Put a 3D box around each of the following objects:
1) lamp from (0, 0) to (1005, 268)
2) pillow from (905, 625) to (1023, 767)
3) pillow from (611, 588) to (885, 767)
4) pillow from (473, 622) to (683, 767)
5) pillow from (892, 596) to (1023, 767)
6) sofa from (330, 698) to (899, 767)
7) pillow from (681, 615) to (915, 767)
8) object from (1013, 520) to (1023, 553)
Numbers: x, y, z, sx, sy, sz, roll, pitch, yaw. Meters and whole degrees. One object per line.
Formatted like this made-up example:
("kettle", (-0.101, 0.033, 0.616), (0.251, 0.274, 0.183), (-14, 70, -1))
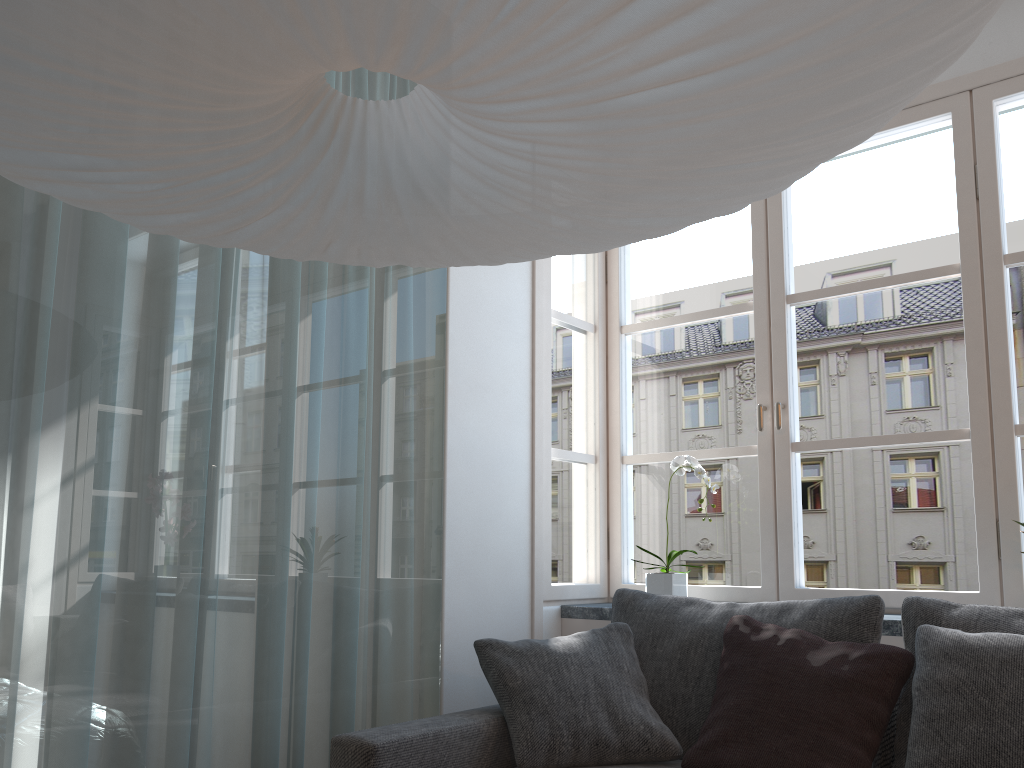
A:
("lamp", (-0.167, -0.375, 1.048), (1.470, 0.208, 1.486), (3, -12, -14))
("pillow", (1.181, 0.725, 1.849), (0.669, 0.393, 0.294), (-8, -12, 38))
("pillow", (0.594, 0.825, 2.485), (0.840, 0.473, 0.277), (-8, -12, 39))
("pillow", (0.171, 0.849, 2.434), (0.515, 0.356, 0.350), (2, -9, -12))
("pillow", (1.281, 0.721, 1.954), (0.843, 0.470, 0.278), (-8, -12, 39))
("sofa", (0.774, 0.885, 1.204), (3.081, 0.664, 2.054), (-8, -14, 38))
("pillow", (0.696, 0.793, 2.203), (0.523, 0.399, 0.313), (-8, -12, 40))
("object", (1.549, 0.477, 2.355), (0.376, 0.325, 0.326), (-2, -10, 14))
